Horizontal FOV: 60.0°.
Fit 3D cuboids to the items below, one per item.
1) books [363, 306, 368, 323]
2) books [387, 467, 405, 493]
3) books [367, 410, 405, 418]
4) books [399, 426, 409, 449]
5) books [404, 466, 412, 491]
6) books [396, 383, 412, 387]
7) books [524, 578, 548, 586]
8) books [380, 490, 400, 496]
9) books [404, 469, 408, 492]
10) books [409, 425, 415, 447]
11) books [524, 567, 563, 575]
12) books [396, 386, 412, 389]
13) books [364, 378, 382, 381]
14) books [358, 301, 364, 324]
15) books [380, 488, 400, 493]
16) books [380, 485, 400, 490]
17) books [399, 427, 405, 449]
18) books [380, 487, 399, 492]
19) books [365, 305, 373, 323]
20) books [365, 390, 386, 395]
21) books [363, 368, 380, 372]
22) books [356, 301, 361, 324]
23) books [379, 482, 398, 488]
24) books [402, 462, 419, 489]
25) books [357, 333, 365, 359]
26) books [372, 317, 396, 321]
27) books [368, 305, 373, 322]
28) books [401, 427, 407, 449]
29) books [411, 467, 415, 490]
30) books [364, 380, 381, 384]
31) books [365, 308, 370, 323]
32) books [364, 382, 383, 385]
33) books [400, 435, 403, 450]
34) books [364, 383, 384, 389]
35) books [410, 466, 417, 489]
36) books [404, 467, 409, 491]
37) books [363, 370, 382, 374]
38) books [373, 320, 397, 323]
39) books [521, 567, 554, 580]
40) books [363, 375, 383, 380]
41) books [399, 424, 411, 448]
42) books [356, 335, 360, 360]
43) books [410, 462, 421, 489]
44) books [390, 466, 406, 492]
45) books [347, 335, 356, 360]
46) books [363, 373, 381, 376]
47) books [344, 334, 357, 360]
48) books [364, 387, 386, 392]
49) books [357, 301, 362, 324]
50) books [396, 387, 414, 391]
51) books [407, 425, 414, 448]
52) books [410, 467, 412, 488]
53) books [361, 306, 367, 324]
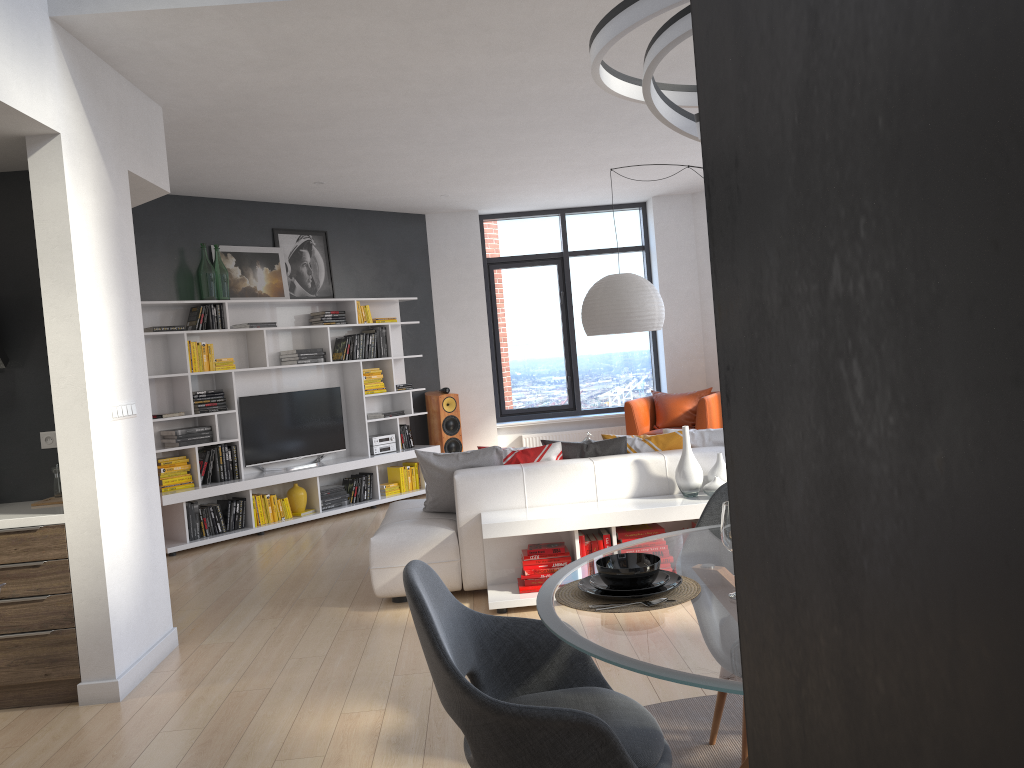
[{"bbox_3d":[-1.494,-0.684,8.826,0.128,0.178,0.044,-3,3,42],"label":"books"},{"bbox_3d":[-1.179,0.972,9.020,0.198,0.255,0.044,-3,3,43],"label":"books"},{"bbox_3d":[-1.293,0.310,9.081,0.250,0.047,0.310,-3,2,38],"label":"books"},{"bbox_3d":[-1.150,0.551,9.167,0.169,0.242,0.050,-3,3,42],"label":"books"},{"bbox_3d":[-1.112,0.966,9.089,0.185,0.250,0.035,-3,3,43],"label":"books"},{"bbox_3d":[-1.166,0.017,9.195,0.213,0.023,0.161,-7,3,-44],"label":"books"},{"bbox_3d":[0.199,1.075,4.944,0.259,0.034,0.206,-5,2,1],"label":"books"},{"bbox_3d":[-1.244,1.093,8.929,0.147,0.033,0.190,-3,3,43],"label":"books"},{"bbox_3d":[-1.131,0.982,9.043,0.156,0.229,0.024,-3,3,42],"label":"books"},{"bbox_3d":[-1.113,0.549,9.259,0.179,0.233,0.077,-3,3,43],"label":"books"},{"bbox_3d":[0.195,1.020,4.940,0.257,0.025,0.182,-5,2,-2],"label":"books"},{"bbox_3d":[-1.155,0.035,9.183,0.142,0.015,0.198,-3,3,41],"label":"books"},{"bbox_3d":[-1.458,-0.040,8.953,0.171,0.019,0.239,-3,3,43],"label":"books"},{"bbox_3d":[-1.552,-0.702,8.807,0.164,0.224,0.054,-3,3,42],"label":"books"},{"bbox_3d":[-1.249,1.070,8.932,0.148,0.011,0.196,-3,3,43],"label":"books"},{"bbox_3d":[-1.247,1.041,8.928,0.134,0.014,0.187,-3,3,43],"label":"books"},{"bbox_3d":[-1.191,0.558,9.142,0.189,0.240,0.053,-3,3,43],"label":"books"},{"bbox_3d":[-1.239,1.056,8.914,0.113,0.018,0.169,-3,3,44],"label":"books"},{"bbox_3d":[-1.468,-0.691,8.859,0.141,0.184,0.064,-3,3,43],"label":"books"},{"bbox_3d":[-1.428,0.083,8.942,0.257,0.028,0.194,-7,3,-42],"label":"books"},{"bbox_3d":[-1.479,-0.139,8.964,0.223,0.023,0.163,-7,3,-43],"label":"books"},{"bbox_3d":[-1.568,-0.701,8.750,0.161,0.229,0.041,-3,3,41],"label":"books"},{"bbox_3d":[-1.261,1.022,8.934,0.138,0.026,0.186,-3,3,42],"label":"books"},{"bbox_3d":[-1.046,0.948,9.174,0.204,0.270,0.029,-3,3,43],"label":"books"},{"bbox_3d":[-1.535,-0.370,8.834,0.197,0.260,0.066,-3,3,43],"label":"books"},{"bbox_3d":[-1.346,-0.655,9.064,0.257,0.024,0.203,-7,3,-44],"label":"books"},{"bbox_3d":[-1.459,-0.693,8.882,0.142,0.184,0.044,-3,3,43],"label":"books"},{"bbox_3d":[-1.170,0.557,9.156,0.170,0.236,0.049,-3,3,43],"label":"books"},{"bbox_3d":[-1.074,0.970,9.128,0.172,0.234,0.024,-3,3,43],"label":"books"},{"bbox_3d":[-1.451,-0.020,8.933,0.217,0.023,0.145,-7,3,-43],"label":"books"},{"bbox_3d":[-1.473,-0.677,8.832,0.108,0.161,0.046,-3,3,41],"label":"books"},{"bbox_3d":[-1.458,-0.002,8.954,0.251,0.014,0.189,-7,3,-44],"label":"books"},{"bbox_3d":[-1.217,0.545,9.121,0.202,0.268,0.053,-3,3,42],"label":"books"},{"bbox_3d":[-1.444,0.025,8.948,0.189,0.042,0.243,-3,3,43],"label":"books"},{"bbox_3d":[-1.059,0.968,9.150,0.172,0.234,0.024,-3,3,43],"label":"books"},{"bbox_3d":[-1.132,0.968,9.071,0.180,0.251,0.019,-3,3,43],"label":"books"},{"bbox_3d":[-1.454,-0.118,8.957,0.223,0.023,0.163,-7,3,-43],"label":"books"},{"bbox_3d":[-1.335,-0.630,9.061,0.257,0.028,0.194,-7,3,-42],"label":"books"},{"bbox_3d":[0.187,1.046,4.934,0.266,0.026,0.187,-5,2,3],"label":"books"},{"bbox_3d":[-1.452,-0.066,8.958,0.239,0.033,0.176,-7,3,-44],"label":"books"},{"bbox_3d":[-1.139,0.544,9.195,0.193,0.255,0.066,-3,3,42],"label":"books"},{"bbox_3d":[-1.578,-0.354,8.779,0.179,0.243,0.068,-3,3,41],"label":"books"},{"bbox_3d":[-1.034,0.946,9.200,0.213,0.270,0.025,-3,3,43],"label":"books"},{"bbox_3d":[-1.160,0.968,9.043,0.199,0.263,0.015,-3,3,43],"label":"books"},{"bbox_3d":[-1.597,-0.351,8.728,0.172,0.242,0.069,-3,3,43],"label":"books"},{"bbox_3d":[-1.460,-0.094,8.954,0.227,0.022,0.160,-6,2,-32],"label":"books"},{"bbox_3d":[-1.601,-0.359,8.763,0.192,0.254,0.075,-3,3,42],"label":"books"},{"bbox_3d":[-1.438,0.059,8.945,0.257,0.024,0.203,-7,3,-44],"label":"books"},{"bbox_3d":[-1.566,-0.700,8.779,0.163,0.224,0.041,-3,3,41],"label":"books"},{"bbox_3d":[-1.151,0.054,9.183,0.213,0.023,0.161,-7,3,-44],"label":"books"},{"bbox_3d":[-1.113,0.547,9.212,0.177,0.242,0.066,-3,3,42],"label":"books"},{"bbox_3d":[-1.093,0.970,9.112,0.169,0.239,0.023,-3,3,43],"label":"books"},{"bbox_3d":[-1.513,-0.683,8.816,0.132,0.180,0.054,-3,3,43],"label":"books"}]
